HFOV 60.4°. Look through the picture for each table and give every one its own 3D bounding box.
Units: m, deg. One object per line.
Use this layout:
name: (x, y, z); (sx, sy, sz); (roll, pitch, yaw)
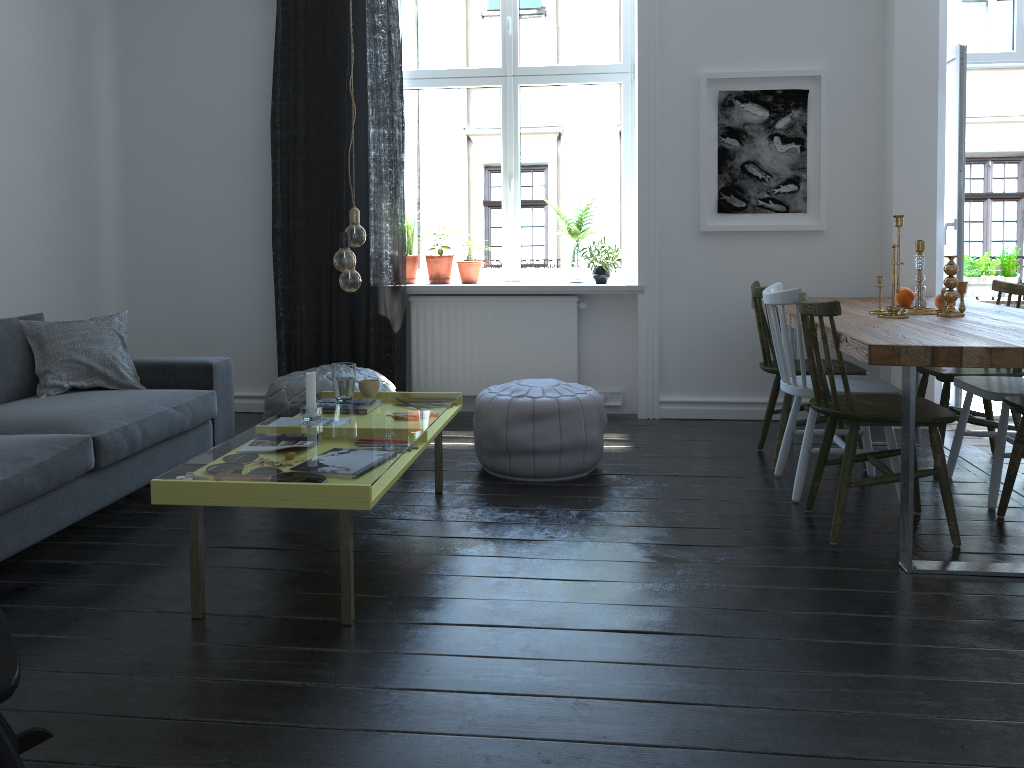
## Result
table: (-0.584, 0.345, 3.014); (0.600, 0.396, 1.417); (0, 9, 7)
table: (1.687, 0.063, 3.659); (1.018, 0.710, 2.253); (0, 9, 7)

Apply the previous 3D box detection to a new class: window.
window: (-0.011, -1.639, 5.576); (1.568, 1.975, 0.108); (0, 3, 7)
window: (3.036, -2.244, 5.195); (1.179, 0.654, 0.106); (0, 3, 7)

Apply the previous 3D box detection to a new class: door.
door: (2.453, -0.863, 5.039); (0.105, 2.013, 0.589); (0, 3, 12)

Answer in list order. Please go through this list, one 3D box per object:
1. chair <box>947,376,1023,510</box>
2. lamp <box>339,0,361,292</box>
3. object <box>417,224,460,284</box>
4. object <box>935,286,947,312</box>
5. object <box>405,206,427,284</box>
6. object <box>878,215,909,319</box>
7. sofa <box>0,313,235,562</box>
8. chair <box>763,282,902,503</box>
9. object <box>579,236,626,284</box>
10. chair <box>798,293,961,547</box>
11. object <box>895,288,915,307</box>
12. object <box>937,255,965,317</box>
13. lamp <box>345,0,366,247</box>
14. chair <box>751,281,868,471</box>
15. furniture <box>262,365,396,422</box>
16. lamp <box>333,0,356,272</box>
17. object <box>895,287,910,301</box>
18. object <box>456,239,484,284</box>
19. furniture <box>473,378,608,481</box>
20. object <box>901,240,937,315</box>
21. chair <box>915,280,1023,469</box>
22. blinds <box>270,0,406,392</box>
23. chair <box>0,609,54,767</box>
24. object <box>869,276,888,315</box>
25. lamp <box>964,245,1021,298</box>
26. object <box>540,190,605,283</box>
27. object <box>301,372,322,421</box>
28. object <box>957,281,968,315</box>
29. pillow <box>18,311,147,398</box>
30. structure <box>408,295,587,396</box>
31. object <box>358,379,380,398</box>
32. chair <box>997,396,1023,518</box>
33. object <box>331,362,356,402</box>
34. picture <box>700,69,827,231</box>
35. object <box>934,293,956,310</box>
chair: (2.081, 0.021, 3.513); (0.510, 0.837, 0.470); (0, 4, 7)
lamp: (-0.556, -1.059, 2.994); (0.089, 1.488, 0.075); (1, 3, 31)
object: (-0.450, -0.807, 5.455); (0.258, 0.367, 0.236); (1, 5, 18)
object: (1.835, -0.359, 3.740); (0.102, 0.113, 0.103); (-1, 6, -8)
object: (-0.657, -0.874, 5.482); (0.300, 0.496, 0.336); (-1, 5, -10)
object: (1.523, -0.467, 3.512); (0.114, 0.408, 0.114); (-2, 4, -31)
sofa: (-1.972, 0.174, 3.137); (1.084, 0.717, 2.400); (0, 9, 7)
chair: (1.286, 0.014, 3.596); (0.510, 0.837, 0.470); (0, 4, 7)
object: (0.541, -0.744, 5.251); (0.284, 0.293, 0.288); (1, 6, 11)
chair: (1.268, 0.101, 3.114); (0.485, 0.822, 0.471); (0, 4, 5)
object: (1.817, -0.397, 4.067); (0.091, 0.087, 0.084); (3, 7, 33)
object: (1.771, -0.395, 3.552); (0.100, 0.246, 0.101); (2, 4, 30)
lamp: (-0.537, -1.206, 2.949); (0.074, 1.488, 0.074); (-2, 3, -36)
chair: (1.359, -0.057, 4.082); (0.485, 0.822, 0.471); (0, 4, 5)
furniture: (-0.944, 0.102, 4.604); (0.679, 0.379, 0.687); (0, 8, 7)
lamp: (-0.555, -1.114, 2.890); (0.086, 1.488, 0.074); (-2, 3, -32)
object: (1.844, -0.412, 4.146); (0.083, 0.089, 0.089); (-1, 6, -3)
object: (-0.251, -0.755, 5.415); (0.195, 0.276, 0.178); (-3, 5, -26)
furniture: (0.129, 0.196, 4.025); (0.615, 0.416, 0.616); (0, 7, 1)
object: (1.708, -0.447, 3.691); (0.140, 0.309, 0.141); (-4, 5, -41)
chair: (2.099, -0.049, 3.995); (0.485, 0.822, 0.471); (0, 4, 5)
blinds: (-1.017, -1.292, 5.087); (0.804, 2.955, 0.113); (0, 3, 5)
chair: (-1.127, 0.330, 1.281); (0.909, 0.998, 0.615); (-5, 6, -38)
object: (1.534, -0.370, 3.670); (0.080, 0.159, 0.080); (-3, 5, -36)
lamp: (3.261, -1.674, 5.113); (0.492, 2.491, 2.729); (0, 6, 7)
object: (0.401, -0.898, 5.374); (0.329, 0.562, 0.395); (-3, 5, -30)
object: (-0.714, 0.041, 3.131); (0.075, 0.172, 0.075); (3, 5, 42)
object: (1.847, -0.350, 3.612); (0.049, 0.138, 0.049); (0, 3, 7)
pillow: (-2.073, -0.073, 3.204); (0.478, 0.487, 2.079); (1, 9, 11)
structure: (-0.086, -0.211, 5.226); (1.064, 0.625, 0.074); (0, 3, 7)
object: (-0.581, 0.020, 3.582); (0.087, 0.066, 0.087); (4, 8, 35)
chair: (2.008, 0.109, 3.027); (0.485, 0.822, 0.471); (0, 4, 5)
object: (-0.669, -0.007, 3.502); (0.098, 0.145, 0.098); (-3, 5, -33)
picture: (1.407, -1.306, 4.958); (0.687, 0.882, 0.084); (0, 3, 7)
object: (1.887, -0.358, 3.836); (0.084, 0.083, 0.090); (2, 6, 19)
